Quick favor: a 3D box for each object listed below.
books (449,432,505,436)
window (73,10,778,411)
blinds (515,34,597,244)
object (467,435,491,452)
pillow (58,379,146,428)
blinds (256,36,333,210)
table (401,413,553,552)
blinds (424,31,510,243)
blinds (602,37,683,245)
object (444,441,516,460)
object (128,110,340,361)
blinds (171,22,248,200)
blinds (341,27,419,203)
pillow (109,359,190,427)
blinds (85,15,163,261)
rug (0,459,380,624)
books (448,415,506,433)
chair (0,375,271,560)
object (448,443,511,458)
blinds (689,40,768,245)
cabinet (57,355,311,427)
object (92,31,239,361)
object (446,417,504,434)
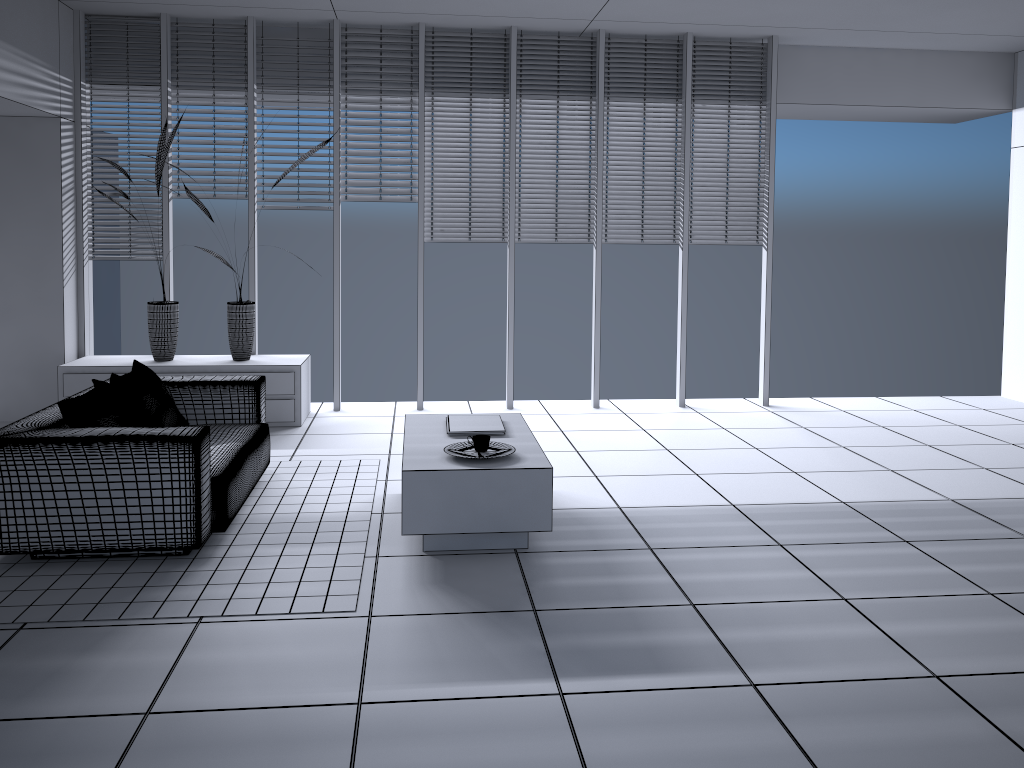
[{"bbox_3d":[-0.192,0.220,4.616,0.285,0.008,0.420,0,9,-5],"label":"books"},{"bbox_3d":[-0.578,-1.316,7.034,5.502,3.103,0.101,0,3,-6],"label":"window"},{"bbox_3d":[0.352,-1.990,7.184,0.714,1.677,0.047,0,3,-6],"label":"blinds"},{"bbox_3d":[-0.145,0.274,4.013,0.096,0.069,0.085,-3,8,-25],"label":"object"},{"bbox_3d":[-1.867,0.210,4.117,0.340,0.385,0.573,0,7,-9],"label":"pillow"},{"bbox_3d":[-1.703,-2.051,6.954,0.637,1.346,0.057,0,3,-6],"label":"blinds"},{"bbox_3d":[-0.212,0.459,4.379,0.650,0.385,1.214,0,9,-6],"label":"table"},{"bbox_3d":[-0.352,-1.984,7.107,0.714,1.677,0.047,0,3,-6],"label":"blinds"},{"bbox_3d":[1.069,-1.995,7.263,0.714,1.677,0.047,0,3,-6],"label":"blinds"},{"bbox_3d":[-0.147,0.309,4.018,0.330,0.024,0.332,5,10,23],"label":"object"},{"bbox_3d":[-2.036,-1.076,6.367,1.551,1.850,0.697,-1,4,-12],"label":"object"},{"bbox_3d":[-2.343,-2.127,6.881,0.637,1.355,0.051,0,3,-6],"label":"blinds"},{"bbox_3d":[-1.061,-2.138,7.022,0.637,1.366,0.039,0,3,-6],"label":"blinds"},{"bbox_3d":[-1.930,0.092,4.692,0.300,0.394,0.572,0,7,-9],"label":"pillow"},{"bbox_3d":[-2.983,-1.896,6.822,0.637,1.868,0.057,0,3,-6],"label":"blinds"},{"bbox_3d":[-1.588,0.658,4.250,1.798,0.001,2.258,0,9,-6],"label":"rug"},{"bbox_3d":[-0.191,0.207,4.604,0.285,0.008,0.420,0,9,-5],"label":"books"},{"bbox_3d":[-1.785,0.348,4.421,0.960,0.547,1.668,0,9,-6],"label":"chair"},{"bbox_3d":[-0.148,0.304,4.014,0.216,0.012,0.218,8,12,39],"label":"object"},{"bbox_3d":[1.783,-2.001,7.341,0.714,1.677,0.047,0,3,-6],"label":"blinds"},{"bbox_3d":[-2.386,0.047,6.554,1.675,0.446,0.603,0,7,-6],"label":"cabinet"},{"bbox_3d":[-2.588,-1.682,6.604,1.430,2.964,0.497,2,4,22],"label":"object"},{"bbox_3d":[-0.200,0.214,4.603,0.285,0.008,0.420,0,9,-5],"label":"object"}]
